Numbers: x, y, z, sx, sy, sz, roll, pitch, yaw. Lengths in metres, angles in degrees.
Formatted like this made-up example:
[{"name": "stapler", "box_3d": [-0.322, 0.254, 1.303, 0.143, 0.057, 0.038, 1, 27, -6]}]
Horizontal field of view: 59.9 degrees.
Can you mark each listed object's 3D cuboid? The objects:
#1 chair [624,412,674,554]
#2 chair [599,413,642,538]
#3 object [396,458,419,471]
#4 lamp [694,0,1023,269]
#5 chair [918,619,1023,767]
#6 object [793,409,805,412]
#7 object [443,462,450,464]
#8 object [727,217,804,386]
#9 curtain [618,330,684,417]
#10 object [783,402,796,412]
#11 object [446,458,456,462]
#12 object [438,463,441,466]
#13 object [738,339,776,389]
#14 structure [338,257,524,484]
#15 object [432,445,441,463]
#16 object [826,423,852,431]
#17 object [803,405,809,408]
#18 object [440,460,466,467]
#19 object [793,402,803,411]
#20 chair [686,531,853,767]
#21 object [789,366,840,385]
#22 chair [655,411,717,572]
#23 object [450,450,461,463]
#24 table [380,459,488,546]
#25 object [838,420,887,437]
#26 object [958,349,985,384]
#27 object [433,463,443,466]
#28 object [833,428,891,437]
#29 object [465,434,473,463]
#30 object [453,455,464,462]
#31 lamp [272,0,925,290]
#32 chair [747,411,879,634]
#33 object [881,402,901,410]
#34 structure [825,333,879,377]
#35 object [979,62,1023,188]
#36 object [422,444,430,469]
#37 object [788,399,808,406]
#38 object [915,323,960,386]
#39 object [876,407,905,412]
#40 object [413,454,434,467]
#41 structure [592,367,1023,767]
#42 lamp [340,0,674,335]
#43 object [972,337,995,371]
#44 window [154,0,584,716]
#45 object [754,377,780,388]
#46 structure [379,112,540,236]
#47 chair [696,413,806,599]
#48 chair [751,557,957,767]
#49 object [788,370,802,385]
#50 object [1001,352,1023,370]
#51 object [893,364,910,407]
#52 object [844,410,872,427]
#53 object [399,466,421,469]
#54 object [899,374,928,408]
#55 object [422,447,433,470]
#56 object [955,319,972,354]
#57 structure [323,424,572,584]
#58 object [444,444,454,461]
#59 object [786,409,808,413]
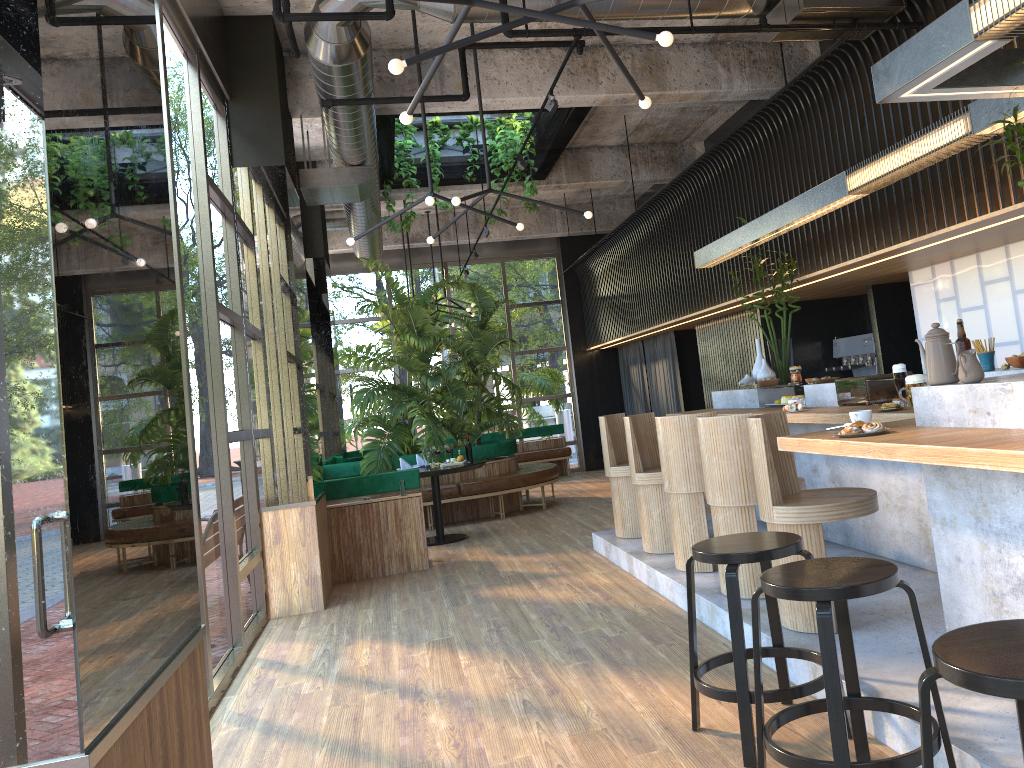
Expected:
[{"name": "chair", "box_3d": [1.137, 0.690, 6.436, 0.574, 0.973, 0.519, -4, -5, -35]}, {"name": "chair", "box_3d": [1.032, 0.718, 7.221, 0.549, 0.973, 0.543, -6, -4, 0]}, {"name": "object", "box_3d": [-1.069, 0.816, 9.078, 0.243, 0.139, 0.222, -6, -2, -27]}, {"name": "lamp", "box_3d": [3.266, -2.358, 5.227, 5.118, 2.141, 6.534, -6, -2, -16]}, {"name": "chair", "box_3d": [1.122, 0.889, 1.803, 0.534, 0.699, 0.493, -5, -4, -22]}, {"name": "object", "box_3d": [1.793, 0.171, 5.635, 0.117, 0.005, 0.125, -7, -1, 29]}, {"name": "object", "box_3d": [-0.657, 0.808, 9.136, 0.103, 0.013, 0.217, -7, -1, -4]}, {"name": "object", "box_3d": [2.134, -0.616, 7.281, 0.645, 1.556, 0.607, -9, -5, 28]}, {"name": "curtain", "box_3d": [2.111, 0.305, 13.576, 0.124, 2.067, 3.196, -6, -2, -8]}, {"name": "object", "box_3d": [1.755, 0.148, 5.622, 0.062, 0.059, 0.071, -5, -3, -19]}, {"name": "object", "box_3d": [-0.597, 0.790, 9.252, 0.194, 0.038, 0.063, -7, -2, 22]}, {"name": "object", "box_3d": [-0.747, 0.828, 9.103, 0.032, 0.031, 0.039, -7, -3, 15]}, {"name": "object", "box_3d": [2.013, -0.171, 7.223, 0.303, 0.399, 0.331, -9, -4, 38]}, {"name": "structure", "box_3d": [-1.046, 0.007, 11.479, 2.528, 3.450, 2.554, -5, -4, -25]}, {"name": "object", "box_3d": [-0.793, 0.753, 9.388, 0.106, 0.201, 0.098, -5, -4, -21]}, {"name": "object", "box_3d": [1.348, 0.176, 3.655, 0.030, 0.027, 0.129, -5, -2, -32]}, {"name": "object", "box_3d": [1.873, 0.160, 5.848, 0.165, 0.020, 0.156, -6, -1, -14]}, {"name": "object", "box_3d": [-0.600, 0.817, 9.151, 0.240, 0.019, 0.351, -7, -1, 1]}, {"name": "object", "box_3d": [1.805, 0.142, 5.649, 0.073, 0.060, 0.124, -4, -3, -41]}, {"name": "chair", "box_3d": [0.918, 0.941, 3.311, 0.529, 0.699, 0.498, -6, -4, -15]}, {"name": "object", "box_3d": [2.099, -0.067, 6.362, 0.213, 0.135, 0.792, -7, -1, -2]}, {"name": "chair", "box_3d": [1.251, 0.663, 5.713, 0.536, 0.973, 0.556, -7, -4, 13]}, {"name": "object", "box_3d": [-0.576, 0.741, 9.069, 0.145, 0.124, 0.095, -5, -4, -29]}, {"name": "table", "box_3d": [-0.762, 1.224, 9.062, 1.155, 0.754, 1.041, -5, -3, -41]}, {"name": "object", "box_3d": [1.307, 0.163, 3.306, 0.155, 0.053, 0.160, -8, -2, 34]}, {"name": "object", "box_3d": [1.618, -0.063, 3.148, 0.100, 0.120, 0.086, -6, -4, -2]}, {"name": "object", "box_3d": [-0.771, 0.835, 9.252, 0.098, 0.028, 0.127, -7, -1, 5]}, {"name": "object", "box_3d": [1.304, 0.183, 3.310, 0.198, 0.013, 0.213, -7, -1, 26]}, {"name": "object", "box_3d": [-0.445, 0.656, 9.065, 0.068, 0.300, 0.068, -7, -5, 6]}, {"name": "object", "box_3d": [-0.557, 0.770, 9.161, 0.100, 0.064, 0.161, -5, -2, -40]}, {"name": "lamp", "box_3d": [-0.241, -2.167, 9.709, 3.877, 1.537, 9.772, -6, -1, -11]}, {"name": "chair", "box_3d": [1.442, 0.611, 4.173, 0.520, 0.973, 0.572, -9, -5, 37]}, {"name": "object", "box_3d": [1.944, 0.116, 4.562, 0.093, 0.041, 0.146, -7, -2, 24]}, {"name": "structure", "box_3d": [3.627, 0.272, 8.975, 0.561, 1.601, 0.818, -6, -4, -10]}, {"name": "object", "box_3d": [2.041, -0.683, 3.161, 0.682, 1.556, 0.575, -6, -4, -5]}, {"name": "object", "box_3d": [-0.868, 0.733, 9.031, 0.096, 0.246, 0.088, -4, -5, -27]}, {"name": "object", "box_3d": [1.892, 0.130, 5.854, 0.138, 0.064, 0.106, -6, -2, -31]}, {"name": "object", "box_3d": [1.606, -0.115, 3.351, 0.124, 0.235, 0.203, -3, -5, -42]}, {"name": "object", "box_3d": [1.944, 0.131, 4.558, 0.157, 0.013, 0.142, -6, -1, -39]}, {"name": "object", "box_3d": [-0.941, 0.808, 9.432, 0.243, 0.139, 0.222, -6, -2, -27]}, {"name": "structure", "box_3d": [3.937, 0.096, 4.953, 5.972, 1.737, 6.953, -6, -1, -10]}, {"name": "lamp", "box_3d": [1.331, -2.267, 5.765, 5.194, 1.830, 18.450, -6, -1, -8]}, {"name": "object", "box_3d": [2.331, -0.145, 4.372, 0.104, 0.162, 0.106, -8, -4, 24]}, {"name": "window", "box_3d": [0.088, -1.850, 5.201, 4.227, 6.519, 19.874, -6, -2, -8]}, {"name": "object", "box_3d": [1.996, -0.013, 6.960, 0.192, 0.073, 0.228, -7, -1, 10]}, {"name": "structure", "box_3d": [-0.483, -2.529, 10.426, 2.110, 1.523, 1.448, -7, -3, 18]}, {"name": "chair", "box_3d": [1.355, 0.636, 4.922, 0.519, 0.973, 0.573, -10, -5, 40]}, {"name": "chair", "box_3d": [1.003, 0.919, 2.684, 0.532, 0.699, 0.495, -5, -4, -20]}, {"name": "object", "box_3d": [2.102, -0.049, 6.617, 0.086, 0.107, 0.161, -9, -3, 36]}, {"name": "object", "box_3d": [2.379, -0.112, 4.123, 0.192, 0.073, 0.228, -7, -1, 10]}, {"name": "object", "box_3d": [2.097, 0.006, 4.780, 0.072, 0.233, 0.077, -8, -5, 22]}, {"name": "object", "box_3d": [1.325, 0.153, 3.453, 0.175, 0.073, 0.431, -7, -1, 26]}, {"name": "object", "box_3d": [-1.095, 0.879, 9.315, 0.242, 0.019, 0.165, -8, -1, 40]}, {"name": "object", "box_3d": [2.069, 0.036, 4.551, 0.114, 0.172, 0.133, -5, -4, -16]}, {"name": "object", "box_3d": [-0.836, 0.744, 8.868, 0.101, 0.210, 0.109, -8, -5, 24]}, {"name": "object", "box_3d": [2.308, -0.197, 4.540, 0.072, 0.278, 0.077, -9, -5, 26]}, {"name": "structure", "box_3d": [1.458, 0.488, 5.252, 6.158, 1.555, 19.632, -7, -1, -8]}, {"name": "object", "box_3d": [-0.659, 0.737, 9.377, 0.106, 0.201, 0.098, -5, -4, -21]}, {"name": "object", "box_3d": [1.793, 0.173, 5.639, 0.167, 0.005, 0.166, -7, -1, 1]}]
